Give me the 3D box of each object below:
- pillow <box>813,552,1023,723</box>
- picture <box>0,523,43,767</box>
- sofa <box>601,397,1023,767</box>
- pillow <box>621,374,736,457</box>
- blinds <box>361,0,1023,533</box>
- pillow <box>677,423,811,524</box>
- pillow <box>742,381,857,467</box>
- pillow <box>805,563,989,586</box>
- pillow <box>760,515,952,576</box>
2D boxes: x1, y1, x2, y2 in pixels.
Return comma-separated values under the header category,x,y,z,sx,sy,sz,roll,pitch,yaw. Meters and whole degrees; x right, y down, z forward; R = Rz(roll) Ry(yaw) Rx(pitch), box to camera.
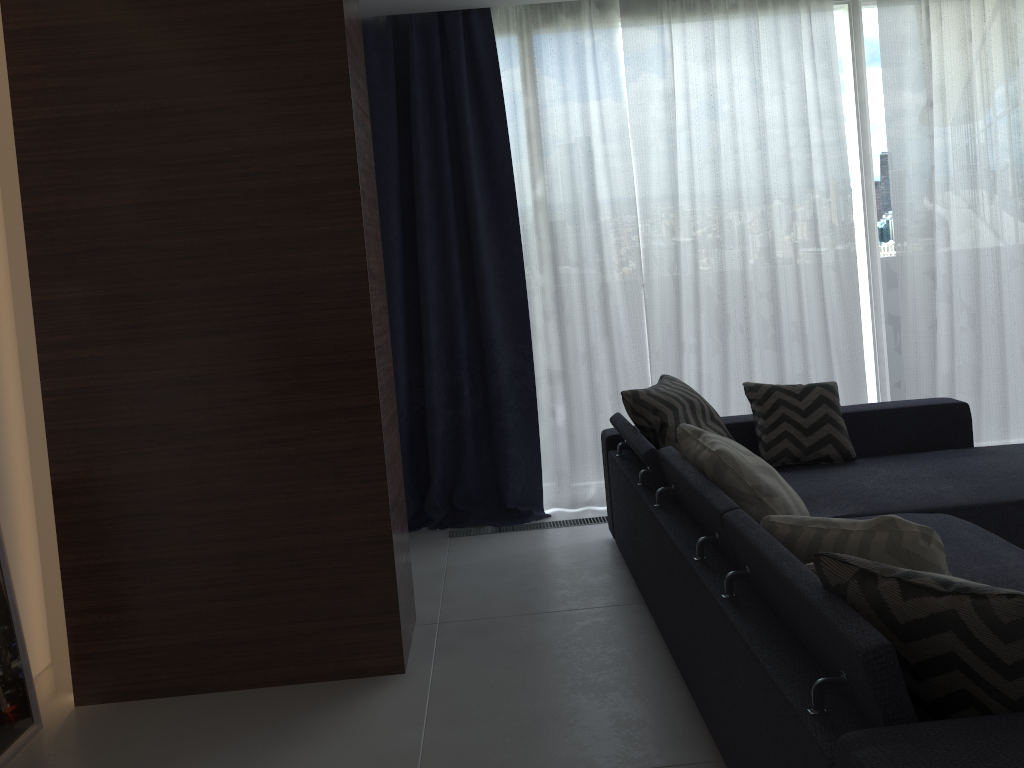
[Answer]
category,x,y,z,sx,sy,sz,roll,pitch,yaw
pillow,0.759,0.481,1.527,0.222,0.384,0.415,-7,5,-31
picture,-1.477,0.722,2.401,0.083,0.696,0.503,-5,4,-1
sofa,1.408,0.484,2.642,1.899,0.605,2.891,-5,7,-1
pillow,0.704,0.242,3.646,0.354,0.516,0.602,-3,5,29
blinds,1.898,-0.546,1.845,7.132,2.760,5.838,-5,6,2
pillow,0.731,0.335,2.717,0.342,0.386,0.498,-5,5,-1
pillow,1.244,0.163,3.818,0.415,0.343,0.288,-5,4,3
pillow,0.854,0.481,1.755,0.332,0.293,0.416,-9,7,-39
pillow,0.817,0.441,2.038,0.417,0.349,0.282,-1,6,42
